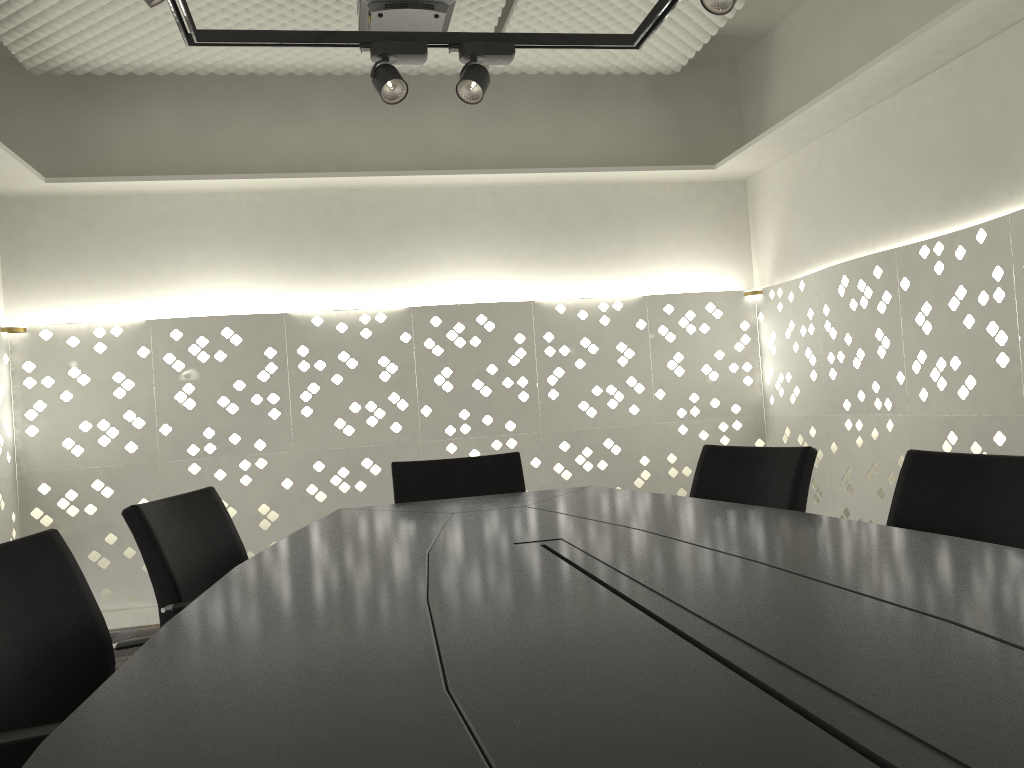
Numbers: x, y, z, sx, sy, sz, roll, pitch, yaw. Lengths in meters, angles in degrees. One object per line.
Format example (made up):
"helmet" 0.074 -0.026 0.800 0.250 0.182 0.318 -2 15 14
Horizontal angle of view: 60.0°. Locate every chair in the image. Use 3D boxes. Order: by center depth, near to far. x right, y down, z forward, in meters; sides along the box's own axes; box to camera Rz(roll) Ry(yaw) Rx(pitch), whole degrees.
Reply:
"chair" -0.554 0.605 1.322 0.579 0.757 0.559 -4 -1 4
"chair" 0.739 0.520 1.609 0.579 0.757 0.559 -4 -1 -11
"chair" -0.558 0.621 2.060 0.579 0.757 0.559 -4 -1 9
"chair" 0.496 0.550 2.249 0.579 0.757 0.559 -4 -1 -21
"chair" -0.098 0.600 2.616 0.559 0.757 0.579 -4 -1 -6

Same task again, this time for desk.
"desk" 0.220 0.592 0.862 1.223 0.658 3.364 -4 -1 -11

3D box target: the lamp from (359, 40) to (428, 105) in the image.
"lamp" -0.367 -0.991 2.786 0.213 0.224 0.126 -4 -1 -8

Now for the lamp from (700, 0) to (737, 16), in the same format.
"lamp" 0.543 -1.067 2.265 0.126 0.224 0.213 -4 -1 -8

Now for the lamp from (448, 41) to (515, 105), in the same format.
"lamp" -0.091 -1.009 2.850 0.214 0.224 0.118 -4 -1 -22

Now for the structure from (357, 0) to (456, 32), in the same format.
"structure" -0.376 -1.322 3.127 0.327 0.144 0.371 -4 -1 -11

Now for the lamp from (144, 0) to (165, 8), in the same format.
"lamp" -0.828 -0.974 2.046 0.126 0.224 0.213 -4 -1 -8
